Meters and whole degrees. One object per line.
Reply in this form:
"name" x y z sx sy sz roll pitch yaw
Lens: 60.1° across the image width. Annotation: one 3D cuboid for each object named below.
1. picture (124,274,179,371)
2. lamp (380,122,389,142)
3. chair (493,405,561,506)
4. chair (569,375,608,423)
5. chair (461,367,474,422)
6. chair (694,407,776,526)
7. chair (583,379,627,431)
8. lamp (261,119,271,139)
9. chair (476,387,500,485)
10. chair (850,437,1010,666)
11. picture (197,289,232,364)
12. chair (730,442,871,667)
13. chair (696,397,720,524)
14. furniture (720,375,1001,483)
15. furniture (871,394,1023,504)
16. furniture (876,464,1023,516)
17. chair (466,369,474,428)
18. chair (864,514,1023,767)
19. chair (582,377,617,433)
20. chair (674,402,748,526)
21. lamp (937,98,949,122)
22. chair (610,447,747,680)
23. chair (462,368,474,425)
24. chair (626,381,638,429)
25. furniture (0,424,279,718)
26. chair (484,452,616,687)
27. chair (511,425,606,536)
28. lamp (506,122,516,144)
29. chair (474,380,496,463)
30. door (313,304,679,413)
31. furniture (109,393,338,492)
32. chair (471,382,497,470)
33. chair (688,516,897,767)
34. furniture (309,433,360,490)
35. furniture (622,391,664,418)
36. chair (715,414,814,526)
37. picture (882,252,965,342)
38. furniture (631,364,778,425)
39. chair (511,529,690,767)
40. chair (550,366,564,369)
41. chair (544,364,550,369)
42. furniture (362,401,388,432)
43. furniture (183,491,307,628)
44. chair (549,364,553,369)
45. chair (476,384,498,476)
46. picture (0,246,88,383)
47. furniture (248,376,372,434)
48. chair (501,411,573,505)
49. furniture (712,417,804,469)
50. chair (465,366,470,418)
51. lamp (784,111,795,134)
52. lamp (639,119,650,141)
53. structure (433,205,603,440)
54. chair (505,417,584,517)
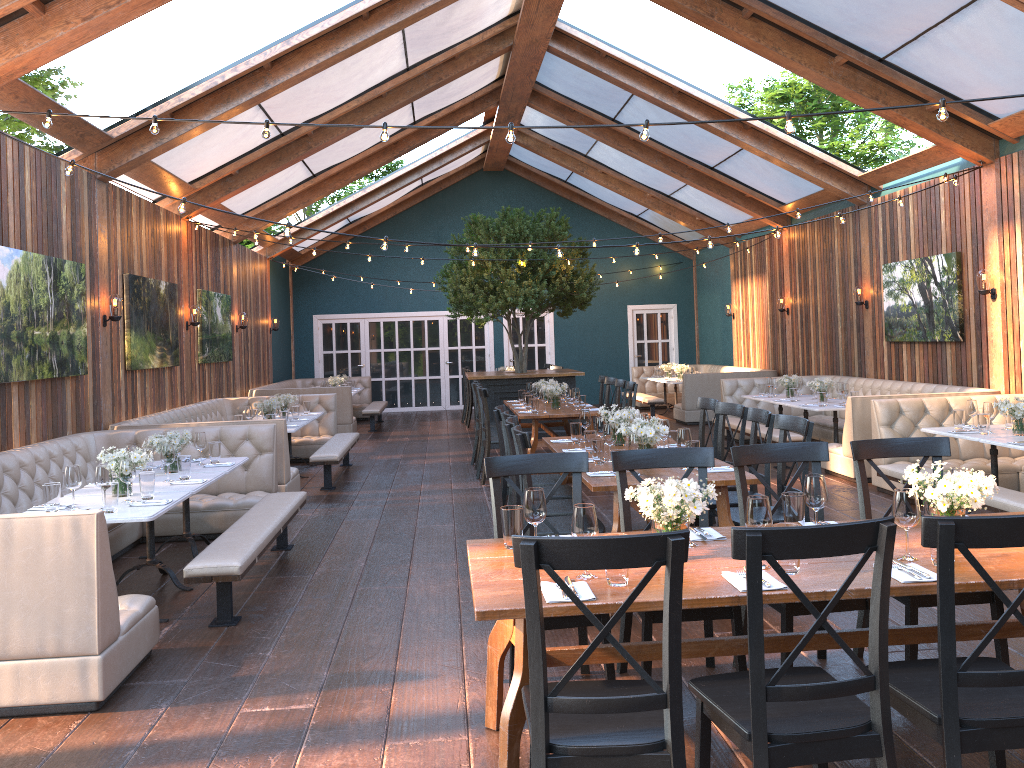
"picture" -3.997 -0.674 9.886 0.065 0.998 1.651 -2 2 -4
"lamp" -0.750 -1.482 5.195 0.056 0.121 0.056 -2 0 -29
"chair" 0.116 0.682 6.835 0.539 1.021 0.477 -2 0 3
"chair" 1.022 0.414 11.464 0.539 1.021 0.477 -2 0 -5
"chair" -0.710 0.193 16.895 0.539 1.021 0.477 -2 0 0
"chair" 1.469 0.689 5.825 0.539 1.021 0.477 -2 0 0
"chair" 1.111 0.468 10.347 0.539 1.021 0.477 -2 0 -5
"lamp" -1.491 -1.547 5.382 0.075 0.114 0.056 -2 0 41
"chair" -0.118 0.543 9.687 0.540 1.021 0.477 -2 0 -10
"chair" 1.830 0.774 3.924 0.477 1.021 0.539 -2 0 -4
"picture" -4.220 -0.807 12.619 0.065 0.998 1.651 -2 2 -4
"chair" 1.272 0.795 3.880 0.477 1.021 0.539 -2 0 -9
"chair" 1.380 0.634 6.942 0.539 1.021 0.477 -2 0 -5
"furniture" 4.044 0.424 10.877 1.709 0.859 4.160 -2 3 -4
"furniture" 4.401 0.643 6.369 1.709 0.859 4.160 -2 3 -4
"furniture" 3.301 0.915 6.282 0.313 0.399 2.330 -2 3 -4
"chair" -0.559 0.245 15.783 0.539 1.021 0.477 -2 0 -5
"chair" 1.371 0.856 2.623 0.477 1.021 0.539 -2 0 -4
"chair" 1.066 0.441 10.905 0.540 1.021 0.477 -2 0 -10
"chair" 1.425 0.661 6.383 0.540 1.021 0.477 -2 0 -10
"lamp" 2.223 -1.415 4.568 0.056 0.119 0.059 -2 0 -25
"chair" 0.714 0.816 3.835 0.477 1.021 0.539 -2 0 -4
"chair" -0.651 0.220 16.338 0.540 1.021 0.477 -2 0 -10
"chair" 1.155 0.496 9.789 0.539 1.021 0.477 -2 0 0
"furniture" -2.772 0.911 5.791 1.709 0.859 4.160 -2 3 -4
"chair" 0.156 0.837 3.791 0.477 1.021 0.539 -2 0 -9
"chair" 0.257 0.763 5.166 0.539 1.021 0.477 -2 0 -5
"lamp" -0.009 -1.432 5.049 0.056 0.121 0.056 -2 0 10
"chair" -0.239 0.461 11.363 0.539 1.021 0.477 -2 0 0
"door" -0.286 -0.569 19.865 8.172 2.212 0.173 -2 -1 -5
"furniture" -3.130 0.691 10.309 1.709 0.859 4.160 -2 3 -4
"chair" -0.231 0.490 10.802 0.540 1.021 0.477 -2 0 -10
"chair" 0.813 0.877 2.578 0.477 1.021 0.539 -2 0 -9
"furniture" -2.048 0.882 10.389 0.313 0.399 2.330 -2 3 -4
"furniture" 2.465 0.401 16.840 0.313 0.399 2.330 -2 3 -4
"chair" 1.513 0.716 5.267 0.539 1.021 0.477 -2 0 -5
"picture" 4.881 -1.005 10.589 0.065 0.998 1.651 -2 2 -4
"furniture" 3.567 0.131 16.898 1.709 0.859 4.160 -2 3 -4
"chair" 0.255 0.898 2.534 0.477 1.021 0.539 -2 0 1
"chair" 0.654 0.201 15.863 0.540 1.021 0.477 -2 0 -22
"chair" 0.540 0.118 17.556 0.540 1.021 0.477 -2 0 -10
"furniture" -2.528 0.587 16.442 0.313 0.399 2.330 -2 3 -4
"furniture" -1.691 1.101 5.884 0.313 0.399 2.330 -2 3 -4
"chair" 0.584 0.145 16.999 0.539 1.021 0.477 -2 0 0
"chair" -0.162 0.516 10.245 0.539 1.021 0.477 -2 0 -2
"picture" -3.771 -0.539 7.105 0.065 0.998 1.651 -2 2 -4
"furniture" -3.607 0.398 16.339 1.709 0.859 4.160 -2 3 -4
"chair" 0.189 0.708 6.271 0.539 1.021 0.477 -2 0 -8
"furniture" 2.944 0.696 10.787 0.313 0.399 2.330 -2 3 -4
"chair" -0.675 0.163 17.459 0.539 1.021 0.477 -2 0 1
"lamp" 1.482 -1.396 4.724 0.056 0.121 0.056 -2 0 -36
"lamp" 0.730 -1.401 4.890 0.057 0.120 0.056 -2 0 -11
"structure" 0.136 -1.040 14.272 2.714 3.699 2.852 -2 1 4
"chair" 0.206 0.736 5.724 0.539 1.021 0.477 -2 0 1
